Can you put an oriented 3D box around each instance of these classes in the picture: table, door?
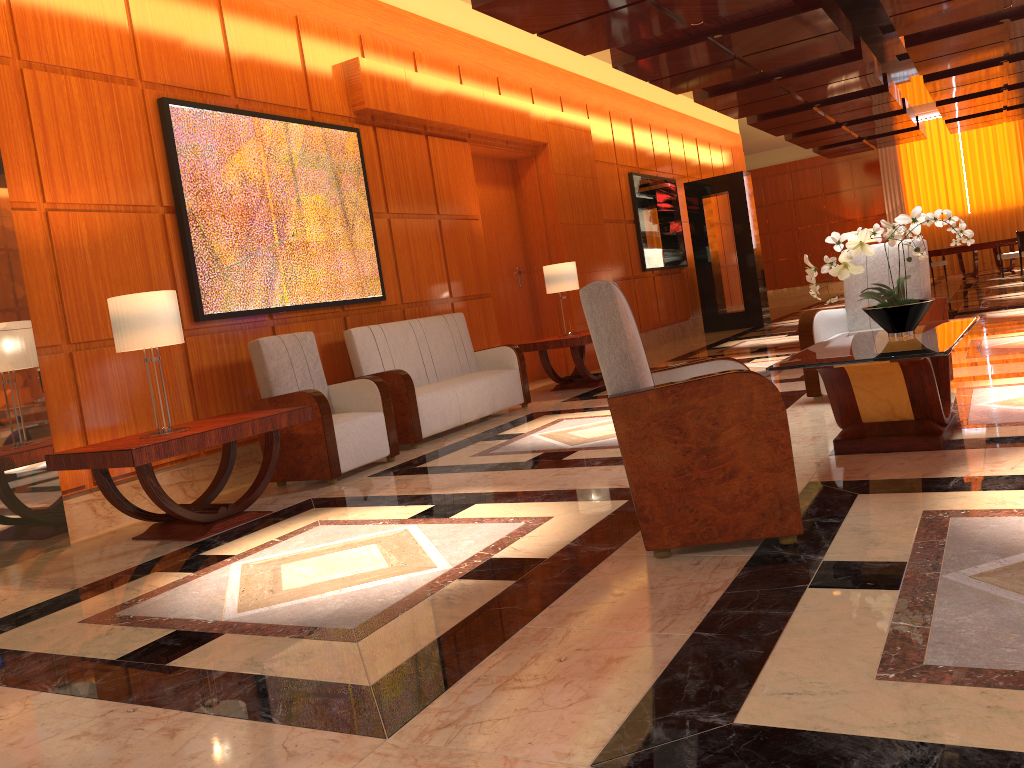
[{"bbox_3d":[-1.710,0.503,4.777,0.723,0.533,1.173,-6,5,33],"label":"table"},{"bbox_3d":[1.845,0.027,4.322,0.721,0.495,1.567,-6,5,33],"label":"table"},{"bbox_3d":[10.030,-2.625,18.733,2.107,0.740,0.785,-9,4,1],"label":"table"},{"bbox_3d":[-0.041,-1.273,9.933,0.340,2.646,1.506,-7,4,30],"label":"door"},{"bbox_3d":[0.699,-0.246,9.133,0.723,0.533,1.173,-6,5,33],"label":"table"}]

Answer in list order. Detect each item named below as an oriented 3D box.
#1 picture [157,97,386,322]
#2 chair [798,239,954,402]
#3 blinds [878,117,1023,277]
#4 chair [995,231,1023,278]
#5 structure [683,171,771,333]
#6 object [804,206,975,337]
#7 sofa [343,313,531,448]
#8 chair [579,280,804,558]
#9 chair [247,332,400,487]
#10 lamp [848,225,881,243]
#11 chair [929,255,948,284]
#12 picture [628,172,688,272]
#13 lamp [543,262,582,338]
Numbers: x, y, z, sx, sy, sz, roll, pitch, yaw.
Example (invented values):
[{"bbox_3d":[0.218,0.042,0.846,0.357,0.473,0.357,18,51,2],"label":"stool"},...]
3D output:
[{"bbox_3d":[-1.671,-1.270,6.588,0.056,1.449,2.005,-7,4,30],"label":"picture"},{"bbox_3d":[2.331,-0.416,5.720,0.631,0.959,0.736,-12,5,-41],"label":"chair"},{"bbox_3d":[11.632,-4.894,22.715,3.845,4.057,0.149,-7,3,30],"label":"blinds"},{"bbox_3d":[10.144,-2.616,17.720,0.585,0.892,0.576,-10,4,-17],"label":"chair"},{"bbox_3d":[3.547,-2.151,14.591,0.983,2.493,0.502,-7,3,30],"label":"structure"},{"bbox_3d":[1.867,-0.544,4.371,0.787,0.616,0.418,-8,3,7],"label":"object"},{"bbox_3d":[-0.580,-0.100,7.310,0.611,0.930,1.807,-7,5,30],"label":"sofa"},{"bbox_3d":[0.640,0.056,3.275,0.628,0.959,0.740,-8,4,9],"label":"chair"},{"bbox_3d":[-1.261,0.119,5.848,0.627,0.959,0.741,-7,4,29],"label":"chair"},{"bbox_3d":[9.378,-3.391,23.437,0.812,1.657,0.810,-10,3,-20],"label":"lamp"},{"bbox_3d":[9.516,-2.741,20.221,0.586,0.892,0.576,-11,4,-32],"label":"chair"},{"bbox_3d":[2.301,-2.505,13.770,0.056,1.449,2.005,-7,4,30],"label":"picture"},{"bbox_3d":[1.783,-0.496,2.792,0.335,0.733,13.015,-9,5,-11],"label":"lamp"}]
